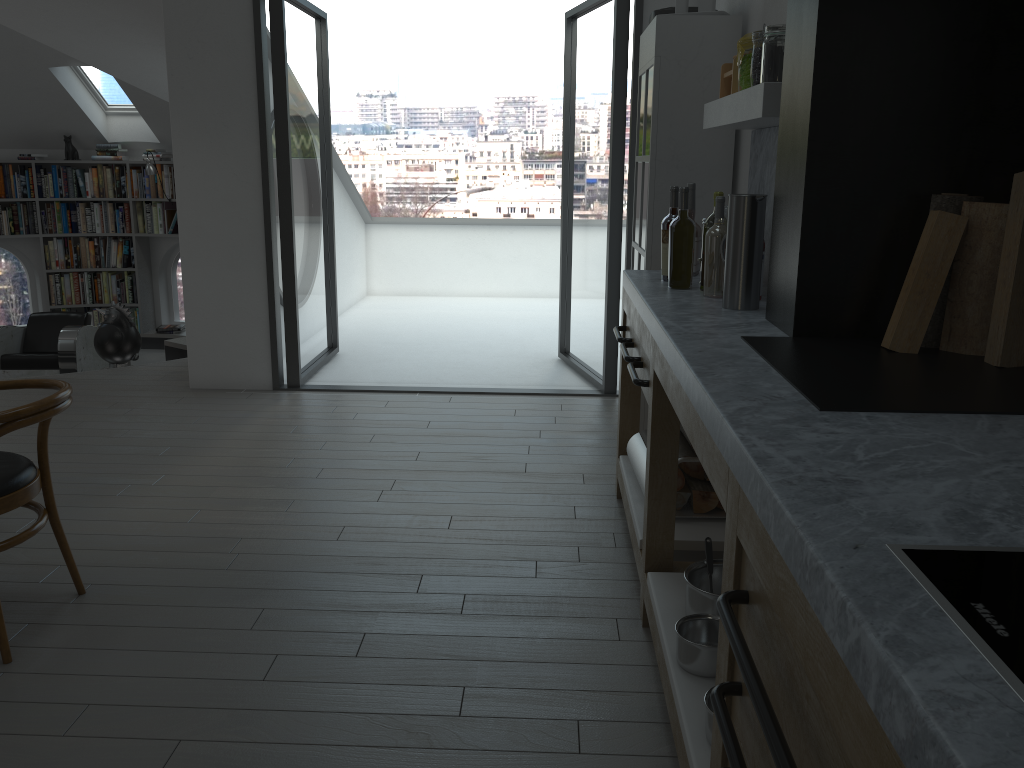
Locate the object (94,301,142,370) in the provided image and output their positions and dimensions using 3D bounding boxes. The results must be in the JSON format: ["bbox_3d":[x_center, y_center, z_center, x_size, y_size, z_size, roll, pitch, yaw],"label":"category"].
[{"bbox_3d":[-2.868,-0.328,6.447,0.320,0.559,0.322,-5,14,-24],"label":"object"}]

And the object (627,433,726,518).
[{"bbox_3d":[0.661,0.292,3.190,0.429,0.230,0.531,0,14,0],"label":"object"}]

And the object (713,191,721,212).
[{"bbox_3d":[0.774,-0.562,3.363,0.085,0.329,0.086,3,13,10],"label":"object"}]

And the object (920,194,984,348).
[{"bbox_3d":[1.028,-0.263,2.100,0.131,0.365,0.068,4,13,16],"label":"object"}]

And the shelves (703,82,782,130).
[{"bbox_3d":[1.050,-0.791,0.665,0.480,1.353,5.587,0,14,-3],"label":"shelves"}]

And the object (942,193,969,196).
[{"bbox_3d":[1.044,-0.282,2.154,0.075,0.357,0.057,4,13,16],"label":"object"}]

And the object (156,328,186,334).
[{"bbox_3d":[-3.843,-0.603,9.996,0.227,0.036,0.215,5,15,18],"label":"object"}]

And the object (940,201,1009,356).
[{"bbox_3d":[1.069,-0.231,2.030,0.130,0.364,0.072,5,14,20],"label":"object"}]

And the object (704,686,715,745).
[{"bbox_3d":[0.528,0.695,1.835,0.261,0.112,0.154,1,14,2],"label":"object"}]

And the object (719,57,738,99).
[{"bbox_3d":[0.848,-1.114,3.258,0.120,0.145,0.239,1,14,2],"label":"object"}]

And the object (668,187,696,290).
[{"bbox_3d":[0.590,-0.502,3.076,0.092,0.356,0.093,-11,17,-42],"label":"object"}]

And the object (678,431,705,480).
[{"bbox_3d":[0.616,0.245,3.228,0.101,0.086,0.365,0,14,0],"label":"object"}]

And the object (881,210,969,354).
[{"bbox_3d":[0.950,-0.233,2.052,0.148,0.334,0.081,-1,13,-7],"label":"object"}]

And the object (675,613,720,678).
[{"bbox_3d":[0.520,0.620,2.131,0.261,0.112,0.154,-2,14,-8],"label":"object"}]

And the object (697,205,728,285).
[{"bbox_3d":[0.770,-0.497,3.177,0.184,0.284,0.185,7,14,26],"label":"object"}]

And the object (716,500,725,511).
[{"bbox_3d":[0.734,0.332,3.230,0.091,0.089,0.458,0,14,0],"label":"object"}]

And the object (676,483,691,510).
[{"bbox_3d":[0.574,0.345,3.217,0.067,0.067,0.425,0,14,0],"label":"object"}]

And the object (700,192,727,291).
[{"bbox_3d":[0.696,-0.483,3.023,0.092,0.337,0.092,5,14,20],"label":"object"}]

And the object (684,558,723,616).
[{"bbox_3d":[0.637,0.551,2.326,0.378,0.163,0.224,-2,14,-8],"label":"object"}]

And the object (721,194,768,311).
[{"bbox_3d":[0.699,-0.401,2.680,0.114,0.337,0.165,2,13,5],"label":"object"}]

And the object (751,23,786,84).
[{"bbox_3d":[0.807,-0.965,2.595,0.207,0.177,0.104,7,14,24],"label":"object"}]

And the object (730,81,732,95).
[{"bbox_3d":[0.852,-1.108,3.330,0.058,0.075,0.059,7,15,25],"label":"object"}]

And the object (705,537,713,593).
[{"bbox_3d":[0.532,0.515,2.354,0.051,0.151,0.191,1,14,2],"label":"object"}]

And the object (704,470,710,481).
[{"bbox_3d":[0.717,0.261,3.219,0.115,0.079,0.438,0,14,0],"label":"object"}]

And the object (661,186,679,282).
[{"bbox_3d":[0.595,-0.547,3.270,0.093,0.357,0.093,10,16,35],"label":"object"}]

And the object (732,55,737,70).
[{"bbox_3d":[0.852,-1.192,3.312,0.058,0.075,0.059,7,15,25],"label":"object"}]

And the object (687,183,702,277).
[{"bbox_3d":[0.687,-0.597,3.439,0.085,0.357,0.089,6,14,23],"label":"object"}]

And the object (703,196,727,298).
[{"bbox_3d":[0.670,-0.443,2.886,0.085,0.329,0.086,3,13,10],"label":"object"}]

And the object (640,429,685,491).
[{"bbox_3d":[0.538,0.266,3.206,0.092,0.093,0.440,0,14,0],"label":"object"}]

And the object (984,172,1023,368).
[{"bbox_3d":[1.094,-0.246,1.918,0.078,0.424,0.148,10,16,36],"label":"object"}]

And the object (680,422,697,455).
[{"bbox_3d":[0.675,0.182,3.248,0.104,0.101,0.294,0,14,0],"label":"object"}]

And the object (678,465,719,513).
[{"bbox_3d":[0.650,0.337,3.212,0.093,0.083,0.482,0,14,0],"label":"object"}]

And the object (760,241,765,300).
[{"bbox_3d":[0.767,-0.431,2.833,0.081,0.327,0.082,8,15,29],"label":"object"}]
